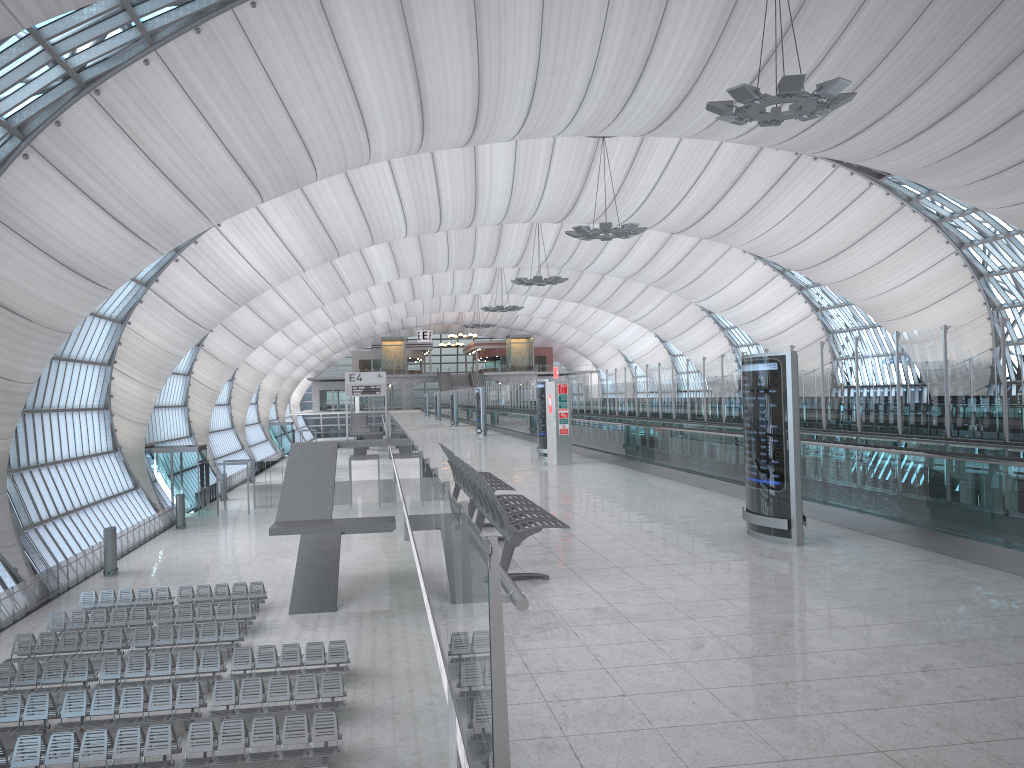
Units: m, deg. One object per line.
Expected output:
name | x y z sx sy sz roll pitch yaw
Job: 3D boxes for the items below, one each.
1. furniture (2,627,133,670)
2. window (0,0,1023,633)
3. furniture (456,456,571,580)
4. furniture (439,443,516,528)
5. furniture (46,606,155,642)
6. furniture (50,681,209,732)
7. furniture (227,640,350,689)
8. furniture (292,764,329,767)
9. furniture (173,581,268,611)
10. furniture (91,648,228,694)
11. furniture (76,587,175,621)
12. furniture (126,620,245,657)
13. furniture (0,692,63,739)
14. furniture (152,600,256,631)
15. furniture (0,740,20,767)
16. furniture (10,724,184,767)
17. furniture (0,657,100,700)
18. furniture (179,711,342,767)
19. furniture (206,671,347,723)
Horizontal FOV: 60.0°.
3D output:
furniture | -11.175 6.708 22.437 2.705 0.913 1.572 -2 -1 -9
window | -0.734 -2.244 79.892 50.537 20.004 167.818 -2 -1 -9
furniture | -0.060 1.191 8.336 0.713 0.902 2.520 -2 -1 -9
furniture | -0.491 1.243 11.326 0.713 0.902 2.520 -2 -1 -9
furniture | -11.524 6.749 24.760 2.705 0.913 1.572 -2 -1 -9
furniture | -7.608 6.545 17.847 2.705 0.913 1.572 -2 -1 -9
furniture | -5.152 6.512 20.646 2.705 0.913 1.572 -2 -1 -9
furniture | -4.081 6.386 13.523 2.705 0.913 1.572 -2 -1 -9
furniture | -9.105 6.720 27.796 2.705 0.913 1.572 -2 -1 -9
furniture | -7.965 6.587 20.221 2.705 0.913 1.572 -2 -1 -9
furniture | -11.917 6.795 27.371 2.705 0.913 1.572 -2 -1 -9
furniture | -8.362 6.633 22.862 2.705 0.913 1.572 -2 -1 -9
furniture | -10.421 6.620 17.423 2.705 0.913 1.572 -2 -1 -9
furniture | -8.712 6.674 25.184 2.705 0.913 1.572 -2 -1 -9
furniture | -10.064 6.578 15.048 2.705 0.913 1.572 -2 -1 -9
furniture | -7.251 6.503 15.473 2.705 0.913 1.572 -2 -1 -9
furniture | -10.778 6.661 19.797 2.705 0.913 1.572 -2 -1 -9
furniture | -4.438 6.428 15.897 2.705 0.913 1.572 -2 -1 -9
furniture | -4.795 6.470 18.271 2.705 0.913 1.572 -2 -1 -9
